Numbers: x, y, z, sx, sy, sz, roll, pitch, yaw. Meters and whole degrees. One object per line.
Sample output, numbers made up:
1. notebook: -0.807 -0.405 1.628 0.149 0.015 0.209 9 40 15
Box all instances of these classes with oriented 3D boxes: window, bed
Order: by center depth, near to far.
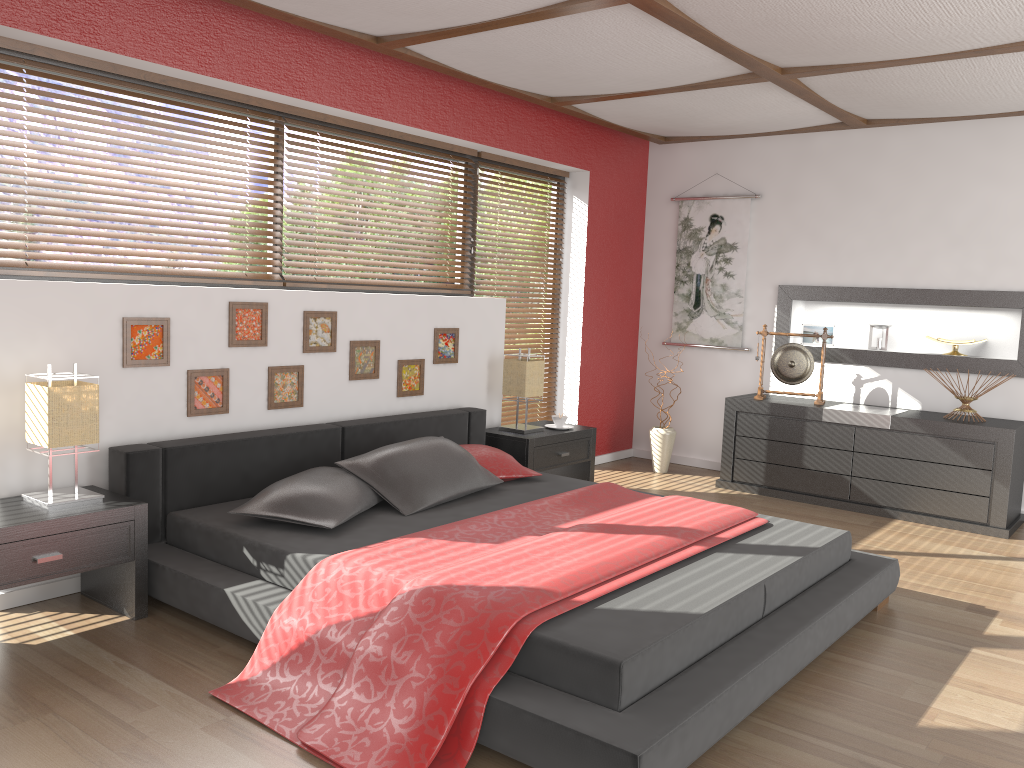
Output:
1. bed: -0.065 0.586 3.488 2.413 0.577 2.469 7 7 38
2. window: -1.182 -0.923 4.435 0.020 0.786 2.817 7 7 38
3. window: -0.004 -0.485 6.020 0.020 1.893 0.889 7 7 38

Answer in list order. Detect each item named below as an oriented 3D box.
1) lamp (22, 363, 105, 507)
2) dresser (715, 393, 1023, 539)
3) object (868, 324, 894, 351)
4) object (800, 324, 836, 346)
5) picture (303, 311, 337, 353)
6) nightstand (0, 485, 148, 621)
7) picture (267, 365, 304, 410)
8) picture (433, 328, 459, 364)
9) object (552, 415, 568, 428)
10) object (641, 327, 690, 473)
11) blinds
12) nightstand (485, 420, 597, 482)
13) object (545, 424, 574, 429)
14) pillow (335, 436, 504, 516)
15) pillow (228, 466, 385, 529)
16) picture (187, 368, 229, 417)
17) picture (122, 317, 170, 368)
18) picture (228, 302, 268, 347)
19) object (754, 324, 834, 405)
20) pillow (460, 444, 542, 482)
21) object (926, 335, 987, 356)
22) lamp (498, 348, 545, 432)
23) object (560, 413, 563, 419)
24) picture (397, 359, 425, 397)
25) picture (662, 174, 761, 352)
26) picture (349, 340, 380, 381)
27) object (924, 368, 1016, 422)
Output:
1. lamp: -1.597 0.168 3.153 0.200 0.480 0.200 7 7 38
2. dresser: 2.224 0.457 5.591 1.740 0.608 0.540 7 7 38
3. object: 2.461 -0.312 5.930 0.159 0.171 0.159 2 6 -3
4. object: 2.122 -0.341 6.152 0.226 0.146 0.041 4 6 18
5. picture: -0.927 -0.252 4.288 0.010 0.200 0.200 7 7 38
6. nightstand: -1.683 0.639 3.049 0.413 0.423 0.700 7 7 38
7. picture: -1.059 0.015 4.158 0.010 0.200 0.200 7 7 38
8. picture: -0.371 -0.216 5.009 0.010 0.200 0.200 7 7 38
9. object: 0.291 0.232 5.439 0.099 0.069 0.099 0 6 -27
10. object: 1.051 0.122 6.294 0.364 1.035 0.422 4 6 13
11. blinds: -1.155 -0.341 4.448 0.032 1.952 4.840 7 7 38
12. nightstand: 0.151 0.483 5.388 0.413 0.423 0.700 7 7 38
13. object: 0.290 0.264 5.442 0.179 0.012 0.179 0 6 -27
14. pillow: -0.394 0.381 3.980 0.386 0.241 0.744 6 7 33
15. pillow: -0.780 0.451 3.635 0.418 0.172 0.745 4 6 13
16. picture: -1.313 0.035 3.836 0.010 0.200 0.200 7 7 38
17. picture: -1.479 -0.169 3.590 0.010 0.200 0.200 7 7 38
18. picture: -1.177 -0.266 3.963 0.010 0.200 0.200 7 7 38
19. object: 1.840 -0.136 5.823 0.490 0.498 0.173 5 6 23
20. pillow: -0.260 0.399 4.385 0.745 0.172 0.418 -1 7 -33
21. object: 2.818 -0.239 5.634 0.350 0.116 0.181 5 6 28
22. lamp: 0.066 0.026 5.273 0.200 0.480 0.200 7 7 38
23. object: 0.303 0.196 5.422 0.007 0.007 0.192 3 6 7
24. picture: -0.548 -0.033 4.809 0.010 0.200 0.200 7 7 38
25. picture: 1.451 -0.894 6.481 0.701 1.270 0.028 7 7 38
26. picture: -0.752 -0.122 4.532 0.010 0.200 0.200 7 7 38
27. object: 2.668 0.069 5.203 0.481 0.282 0.481 3 6 4
